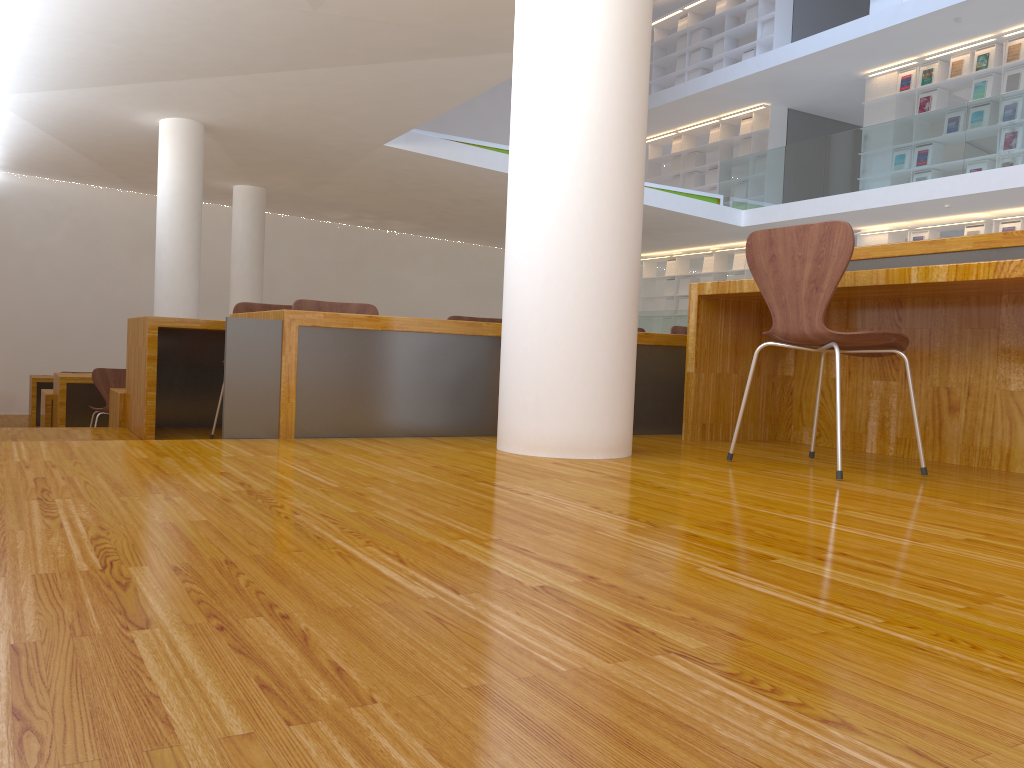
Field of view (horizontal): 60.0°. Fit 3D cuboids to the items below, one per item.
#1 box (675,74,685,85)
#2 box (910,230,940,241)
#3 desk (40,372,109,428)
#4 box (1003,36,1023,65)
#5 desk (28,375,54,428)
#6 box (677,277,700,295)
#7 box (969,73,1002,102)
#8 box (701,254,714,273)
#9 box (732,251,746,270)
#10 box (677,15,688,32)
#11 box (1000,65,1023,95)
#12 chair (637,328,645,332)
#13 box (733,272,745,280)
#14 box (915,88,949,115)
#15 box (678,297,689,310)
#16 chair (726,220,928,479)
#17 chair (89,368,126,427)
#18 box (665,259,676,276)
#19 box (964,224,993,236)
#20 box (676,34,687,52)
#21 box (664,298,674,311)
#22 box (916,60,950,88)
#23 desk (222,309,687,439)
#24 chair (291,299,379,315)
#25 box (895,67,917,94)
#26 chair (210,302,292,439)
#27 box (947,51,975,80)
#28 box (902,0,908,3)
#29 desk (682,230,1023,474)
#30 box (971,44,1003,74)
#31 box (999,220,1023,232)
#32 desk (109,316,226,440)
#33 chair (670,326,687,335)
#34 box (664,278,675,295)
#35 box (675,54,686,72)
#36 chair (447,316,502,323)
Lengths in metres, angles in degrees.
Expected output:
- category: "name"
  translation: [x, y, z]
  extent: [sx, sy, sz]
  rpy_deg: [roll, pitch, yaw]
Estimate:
- category: "box"
  translation: [2.894, -5.038, 14.964]
  extent: [0.274, 0.296, 0.245]
  rpy_deg: [1, 2, -30]
- category: "box"
  translation: [5.080, -1.735, 10.952]
  extent: [0.274, 0.296, 0.245]
  rpy_deg: [1, 2, -30]
- category: "desk"
  translation: [-2.427, 0.329, 8.078]
  extent: [3.243, 0.785, 1.527]
  rpy_deg: [1, 2, -30]
- category: "box"
  translation: [5.711, -3.726, 9.950]
  extent: [0.274, 0.296, 0.245]
  rpy_deg: [1, 2, -30]
- category: "desk"
  translation: [-4.154, 0.245, 10.977]
  extent: [3.185, 0.606, 0.760]
  rpy_deg: [1, 2, -30]
- category: "box"
  translation: [2.936, -1.620, 14.753]
  extent: [0.274, 0.296, 0.245]
  rpy_deg: [1, 2, -30]
- category: "box"
  translation: [5.506, -3.416, 10.289]
  extent: [0.274, 0.296, 0.245]
  rpy_deg: [1, 2, -30]
- category: "box"
  translation: [3.229, -1.922, 14.258]
  extent: [0.274, 0.296, 0.245]
  rpy_deg: [1, 2, -30]
- category: "box"
  translation: [3.571, -1.887, 13.673]
  extent: [0.274, 0.296, 0.245]
  rpy_deg: [1, 2, -30]
- category: "box"
  translation: [2.941, -6.022, 14.924]
  extent: [0.274, 0.296, 0.245]
  rpy_deg: [1, 2, -30]
- category: "box"
  translation: [5.695, -3.397, 9.963]
  extent: [0.274, 0.296, 0.245]
  rpy_deg: [1, 2, -30]
- category: "chair"
  translation: [0.556, -0.008, 5.494]
  extent: [0.428, 0.693, 0.381]
  rpy_deg: [1, 2, -30]
- category: "box"
  translation: [3.556, -1.560, 13.685]
  extent: [0.274, 0.296, 0.245]
  rpy_deg: [1, 2, -30]
- category: "box"
  translation: [5.163, -3.450, 10.903]
  extent: [0.274, 0.296, 0.245]
  rpy_deg: [1, 2, -30]
- category: "box"
  translation: [2.922, -1.292, 14.764]
  extent: [0.274, 0.296, 0.245]
  rpy_deg: [1, 2, -30]
- category: "chair"
  translation: [0.937, -0.099, 2.613]
  extent: [0.381, 0.693, 0.428]
  rpy_deg: [1, 2, -30]
- category: "chair"
  translation: [-2.973, 0.223, 6.678]
  extent: [0.428, 0.693, 0.381]
  rpy_deg: [1, 2, -30]
- category: "box"
  translation: [2.768, -1.966, 15.055]
  extent: [0.274, 0.296, 0.245]
  rpy_deg: [1, 2, -30]
- category: "box"
  translation: [5.436, -1.700, 10.339]
  extent: [0.274, 0.296, 0.245]
  rpy_deg: [1, 2, -30]
- category: "box"
  translation: [2.927, -5.694, 14.935]
  extent: [0.274, 0.296, 0.245]
  rpy_deg: [1, 2, -30]
- category: "box"
  translation: [2.745, -1.309, 15.068]
  extent: [0.274, 0.296, 0.245]
  rpy_deg: [1, 2, -30]
- category: "box"
  translation: [5.167, -3.779, 10.886]
  extent: [0.274, 0.296, 0.245]
  rpy_deg: [1, 2, -30]
- category: "desk"
  translation: [0.376, 0.079, 3.902]
  extent: [3.356, 0.606, 0.760]
  rpy_deg: [1, 2, -30]
- category: "chair"
  translation: [-0.691, -0.003, 3.700]
  extent: [0.428, 0.693, 0.381]
  rpy_deg: [1, 2, -30]
- category: "box"
  translation: [5.012, -3.792, 11.152]
  extent: [0.274, 0.296, 0.245]
  rpy_deg: [1, 2, -30]
- category: "chair"
  translation: [-1.259, -0.052, 4.481]
  extent: [0.428, 0.693, 0.381]
  rpy_deg: [1, 2, -30]
- category: "box"
  translation: [5.369, -3.759, 10.538]
  extent: [0.274, 0.296, 0.245]
  rpy_deg: [1, 2, -30]
- category: "box"
  translation: [5.058, -4.824, 11.116]
  extent: [0.274, 0.296, 0.245]
  rpy_deg: [1, 2, -30]
- category: "desk"
  translation: [2.008, -0.070, 2.330]
  extent: [1.247, 0.762, 3.194]
  rpy_deg: [1, 2, -30]
- category: "box"
  translation: [5.523, -3.744, 10.273]
  extent: [0.274, 0.296, 0.245]
  rpy_deg: [1, 2, -30]
- category: "box"
  translation: [5.646, -1.680, 9.978]
  extent: [0.274, 0.296, 0.245]
  rpy_deg: [1, 2, -30]
- category: "desk"
  translation: [-0.727, 0.184, 5.619]
  extent: [3.216, 1.022, 1.248]
  rpy_deg: [1, 2, -30]
- category: "chair"
  translation: [1.096, 0.038, 4.784]
  extent: [0.428, 0.693, 0.381]
  rpy_deg: [1, 2, -30]
- category: "box"
  translation: [2.754, -1.638, 15.066]
  extent: [0.274, 0.296, 0.245]
  rpy_deg: [1, 2, -30]
- category: "box"
  translation: [2.918, -5.366, 14.937]
  extent: [0.274, 0.296, 0.245]
  rpy_deg: [1, 2, -30]
- category: "chair"
  translation: [-0.284, -0.028, 5.005]
  extent: [0.428, 0.693, 0.381]
  rpy_deg: [1, 2, -30]
